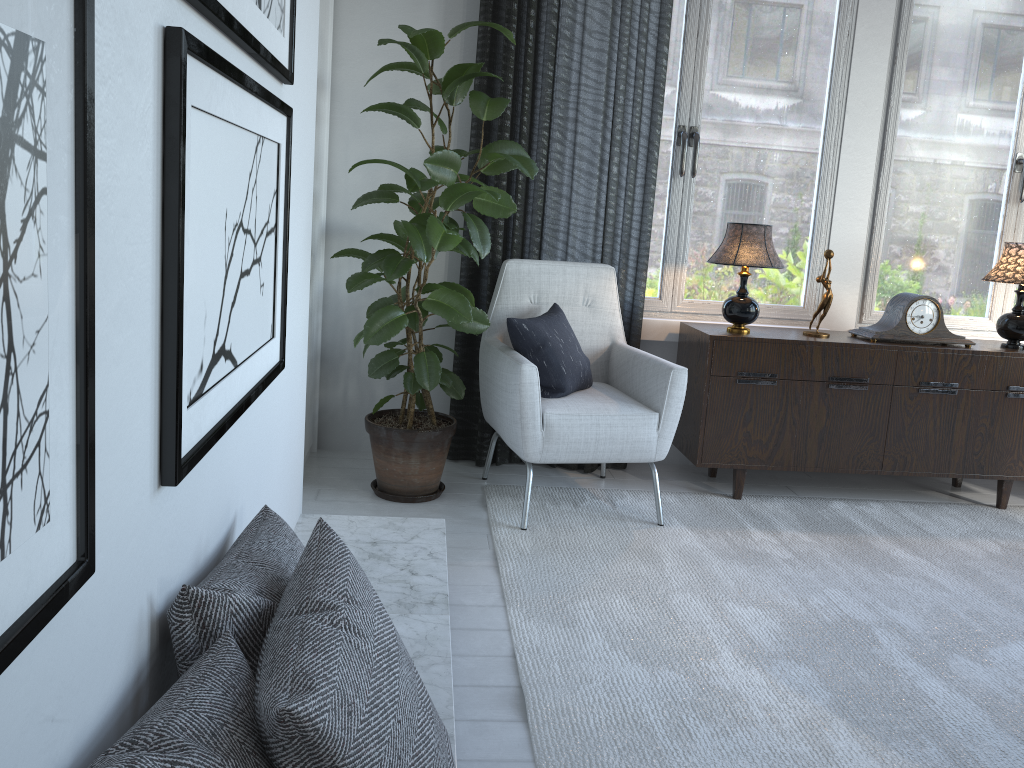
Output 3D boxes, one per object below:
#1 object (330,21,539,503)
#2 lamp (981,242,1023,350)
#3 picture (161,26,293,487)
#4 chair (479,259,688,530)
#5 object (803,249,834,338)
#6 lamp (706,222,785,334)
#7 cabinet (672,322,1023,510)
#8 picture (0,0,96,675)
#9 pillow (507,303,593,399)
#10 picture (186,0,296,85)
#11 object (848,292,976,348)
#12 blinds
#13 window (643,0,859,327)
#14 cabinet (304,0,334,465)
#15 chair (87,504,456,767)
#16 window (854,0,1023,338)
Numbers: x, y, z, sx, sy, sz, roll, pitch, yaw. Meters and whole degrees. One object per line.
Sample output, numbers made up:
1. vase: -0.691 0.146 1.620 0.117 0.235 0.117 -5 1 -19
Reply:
1. object: -0.267 -0.381 2.887 0.940 1.580 0.641 12 12 39
2. lamp: 1.922 -0.332 3.347 0.280 0.395 0.282 7 10 20
3. picture: -0.423 -0.211 1.395 0.020 0.519 0.796 3 10 -6
4. chair: 0.216 0.002 3.080 0.593 0.818 0.617 1 10 -16
5. object: 1.153 -0.340 3.303 0.096 0.323 0.097 3 9 -6
6. lamp: 0.848 -0.386 3.239 0.280 0.395 0.282 7 10 20
7. cabinet: 1.353 0.127 3.415 1.398 0.609 0.388 3 9 -6
8. picture: -0.331 -0.009 0.371 0.020 0.519 0.796 3 10 -6
9. pillow: 0.138 -0.117 3.050 0.253 0.294 0.358 8 11 20
10. picture: -0.384 -0.766 1.311 0.020 0.519 0.796 3 10 -6
11. object: 1.511 -0.249 3.335 0.406 0.179 0.182 3 10 -6
12. blinds: 1.428 -1.222 3.390 3.211 3.258 0.190 3 9 -6
13. window: 0.721 -1.403 3.430 1.268 2.309 0.134 3 9 -6
14. cabinet: -0.746 -0.550 2.808 0.191 1.884 1.180 3 9 -6
15. chair: -0.226 0.466 0.898 0.391 0.428 1.345 3 11 -5
16. window: 2.131 -1.331 3.572 1.268 2.309 0.134 3 9 -6
